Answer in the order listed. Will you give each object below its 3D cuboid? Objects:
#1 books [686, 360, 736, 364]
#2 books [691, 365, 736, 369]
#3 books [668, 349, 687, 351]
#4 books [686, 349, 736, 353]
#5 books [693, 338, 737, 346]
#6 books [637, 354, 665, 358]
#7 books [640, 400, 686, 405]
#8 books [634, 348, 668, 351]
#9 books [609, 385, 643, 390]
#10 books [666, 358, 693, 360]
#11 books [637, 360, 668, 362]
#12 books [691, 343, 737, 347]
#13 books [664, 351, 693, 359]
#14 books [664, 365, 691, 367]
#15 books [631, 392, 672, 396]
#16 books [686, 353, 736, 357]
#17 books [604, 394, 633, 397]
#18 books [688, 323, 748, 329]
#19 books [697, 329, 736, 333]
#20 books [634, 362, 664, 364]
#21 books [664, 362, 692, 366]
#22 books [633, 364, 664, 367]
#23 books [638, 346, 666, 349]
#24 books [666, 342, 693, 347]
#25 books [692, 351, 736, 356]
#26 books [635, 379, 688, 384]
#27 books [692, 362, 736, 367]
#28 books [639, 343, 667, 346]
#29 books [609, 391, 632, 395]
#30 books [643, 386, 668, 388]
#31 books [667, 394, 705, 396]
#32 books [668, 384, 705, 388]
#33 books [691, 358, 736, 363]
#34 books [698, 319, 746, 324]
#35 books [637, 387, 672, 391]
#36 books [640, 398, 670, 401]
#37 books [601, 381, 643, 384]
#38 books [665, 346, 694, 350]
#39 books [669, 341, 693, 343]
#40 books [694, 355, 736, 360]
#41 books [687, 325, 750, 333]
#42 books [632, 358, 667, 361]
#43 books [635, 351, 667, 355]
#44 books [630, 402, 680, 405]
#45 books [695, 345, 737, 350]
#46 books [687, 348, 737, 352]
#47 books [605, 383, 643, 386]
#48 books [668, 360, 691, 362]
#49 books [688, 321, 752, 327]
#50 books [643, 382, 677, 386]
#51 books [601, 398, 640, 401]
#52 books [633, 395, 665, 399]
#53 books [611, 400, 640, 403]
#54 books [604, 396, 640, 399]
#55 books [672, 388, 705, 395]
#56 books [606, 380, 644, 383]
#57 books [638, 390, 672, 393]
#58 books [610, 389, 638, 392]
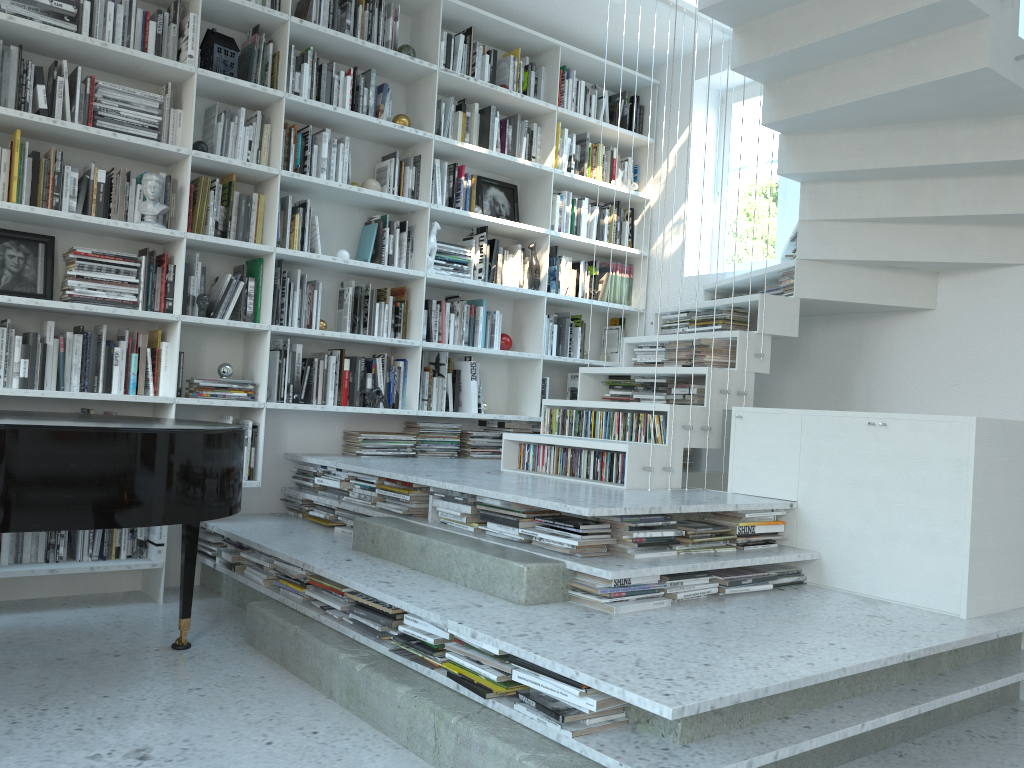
[{"bbox_3d":[0.975,-0.095,4.174,0.254,0.007,0.189,4,-2,-10],"label":"books"},{"bbox_3d":[0.974,-0.073,4.168,0.206,0.012,0.183,4,-2,-10],"label":"books"},{"bbox_3d":[0.877,-0.161,4.410,0.159,0.012,0.129,4,-2,-23],"label":"books"},{"bbox_3d":[0.981,-0.146,4.147,0.295,0.007,0.146,4,-2,-8],"label":"books"},{"bbox_3d":[0.982,-0.189,4.159,0.234,0.025,0.157,3,-2,-1],"label":"books"},{"bbox_3d":[0.789,-0.141,4.661,0.143,0.019,0.230,5,-2,-39],"label":"books"},{"bbox_3d":[0.746,0.091,4.374,0.137,0.013,0.198,4,-2,-31],"label":"books"},{"bbox_3d":[0.774,-0.173,4.648,0.173,0.011,0.203,5,-2,-43],"label":"books"},{"bbox_3d":[0.612,0.022,4.550,0.140,0.022,0.181,5,-2,-45],"label":"books"},{"bbox_3d":[0.890,-0.117,4.386,0.188,0.005,0.181,5,-2,-38],"label":"books"},{"bbox_3d":[0.779,-0.115,4.654,0.160,0.010,0.179,4,-2,-35],"label":"books"},{"bbox_3d":[0.982,-0.175,4.150,0.254,0.005,0.161,4,-2,-6],"label":"books"},{"bbox_3d":[0.894,-0.137,4.383,0.178,0.035,0.222,4,-2,-33],"label":"books"},{"bbox_3d":[0.866,-0.081,4.417,0.184,0.016,0.128,4,-2,-30],"label":"books"},{"bbox_3d":[0.734,0.053,4.364,0.184,0.013,0.225,5,-2,-41],"label":"books"},{"bbox_3d":[0.980,-0.128,4.147,0.295,0.006,0.146,3,-2,-4],"label":"books"},{"bbox_3d":[0.598,0.063,4.541,0.159,0.012,0.225,4,-2,-30],"label":"books"},{"bbox_3d":[1.037,-0.285,4.460,0.191,0.014,0.243,4,-2,-25],"label":"books"},{"bbox_3d":[1.062,-0.255,4.474,0.130,0.014,0.249,4,-2,-25],"label":"books"},{"bbox_3d":[0.785,-0.104,4.659,0.138,0.010,0.254,5,-2,-41],"label":"books"},{"bbox_3d":[0.884,-0.096,4.393,0.200,0.014,0.177,4,-2,-33],"label":"books"},{"bbox_3d":[0.786,-0.090,4.661,0.136,0.017,0.288,5,-2,-40],"label":"books"},{"bbox_3d":[0.783,-0.185,4.655,0.157,0.014,0.180,5,-2,-42],"label":"books"},{"bbox_3d":[0.889,-0.188,4.395,0.166,0.017,0.190,5,-2,-35],"label":"books"},{"bbox_3d":[0.979,-0.136,4.163,0.231,0.011,0.171,3,-2,-2],"label":"books"},{"bbox_3d":[0.738,-0.012,4.365,0.177,0.014,0.194,5,-2,-43],"label":"books"},{"bbox_3d":[0.976,-0.085,4.163,0.215,0.013,0.189,4,-2,-5],"label":"books"},{"bbox_3d":[0.786,-0.199,4.657,0.157,0.014,0.180,5,-2,-40],"label":"books"},{"bbox_3d":[0.610,0.050,4.550,0.145,0.015,0.166,5,-2,-43],"label":"books"},{"bbox_3d":[0.760,0.019,4.383,0.129,0.008,0.185,5,-2,-39],"label":"books"},{"bbox_3d":[0.847,0.053,4.098,0.161,0.007,0.254,4,-2,-18],"label":"books"},{"bbox_3d":[0.846,0.014,4.097,0.169,0.014,0.212,4,-2,-18],"label":"books"},{"bbox_3d":[0.977,-0.104,4.161,0.222,0.011,0.180,4,-2,-6],"label":"books"},{"bbox_3d":[1.056,-0.306,4.470,0.154,0.014,0.196,4,-2,-25],"label":"books"},{"bbox_3d":[0.735,0.027,4.363,0.189,0.012,0.155,4,-2,-35],"label":"books"},{"bbox_3d":[0.746,0.081,4.374,0.147,0.008,0.188,4,-2,-34],"label":"books"},{"bbox_3d":[0.593,-0.003,4.535,0.198,0.006,0.188,5,-2,-42],"label":"books"},{"bbox_3d":[0.889,-0.173,4.394,0.218,0.012,0.156,4,-2,-22],"label":"books"},{"bbox_3d":[0.886,-0.201,4.400,0.155,0.009,0.155,5,-2,-38],"label":"books"},{"bbox_3d":[0.979,-0.117,4.147,0.214,0.014,0.138,4,-2,-11],"label":"books"},{"bbox_3d":[1.037,-0.271,4.461,0.182,0.013,0.287,4,-2,-24],"label":"books"},{"bbox_3d":[0.787,-0.125,4.660,0.145,0.012,0.297,5,-2,-39],"label":"books"},{"bbox_3d":[0.786,-0.158,4.658,0.149,0.017,0.239,5,-2,-40],"label":"books"},{"bbox_3d":[0.727,0.098,4.359,0.191,0.004,0.223,5,-2,-42],"label":"books"},{"bbox_3d":[0.980,-0.164,4.165,0.184,0.016,0.179,4,-2,-9],"label":"books"},{"bbox_3d":[0.981,-0.153,4.148,0.295,0.007,0.146,3,-2,-4],"label":"books"},{"bbox_3d":[0.607,0.006,4.547,0.160,0.009,0.208,5,-2,-42],"label":"books"},{"bbox_3d":[0.876,-0.109,4.406,0.139,0.013,0.155,5,-2,-36],"label":"books"},{"bbox_3d":[1.045,-0.296,4.465,0.187,0.009,0.261,4,-2,-28],"label":"books"},{"bbox_3d":[0.756,0.006,4.379,0.133,0.017,0.178,4,-2,-34],"label":"books"},{"bbox_3d":[0.594,0.081,4.538,0.189,0.007,0.195,5,-2,-41],"label":"books"},{"bbox_3d":[0.734,0.068,4.364,0.175,0.016,0.207,5,-2,-43],"label":"books"},{"bbox_3d":[0.619,0.093,4.559,0.130,0.014,0.188,5,-2,-38],"label":"books"},{"bbox_3d":[0.600,0.073,4.543,0.158,0.009,0.216,5,-2,-45],"label":"books"},{"bbox_3d":[0.856,0.036,4.101,0.141,0.028,0.222,4,-2,-19],"label":"books"},{"bbox_3d":[0.610,-0.011,4.548,0.161,0.012,0.195,5,-2,-41],"label":"books"},{"bbox_3d":[0.745,0.041,4.371,0.150,0.013,0.219,4,-2,-33],"label":"books"},{"bbox_3d":[0.617,0.038,4.555,0.132,0.010,0.198,4,-2,-34],"label":"books"}]
